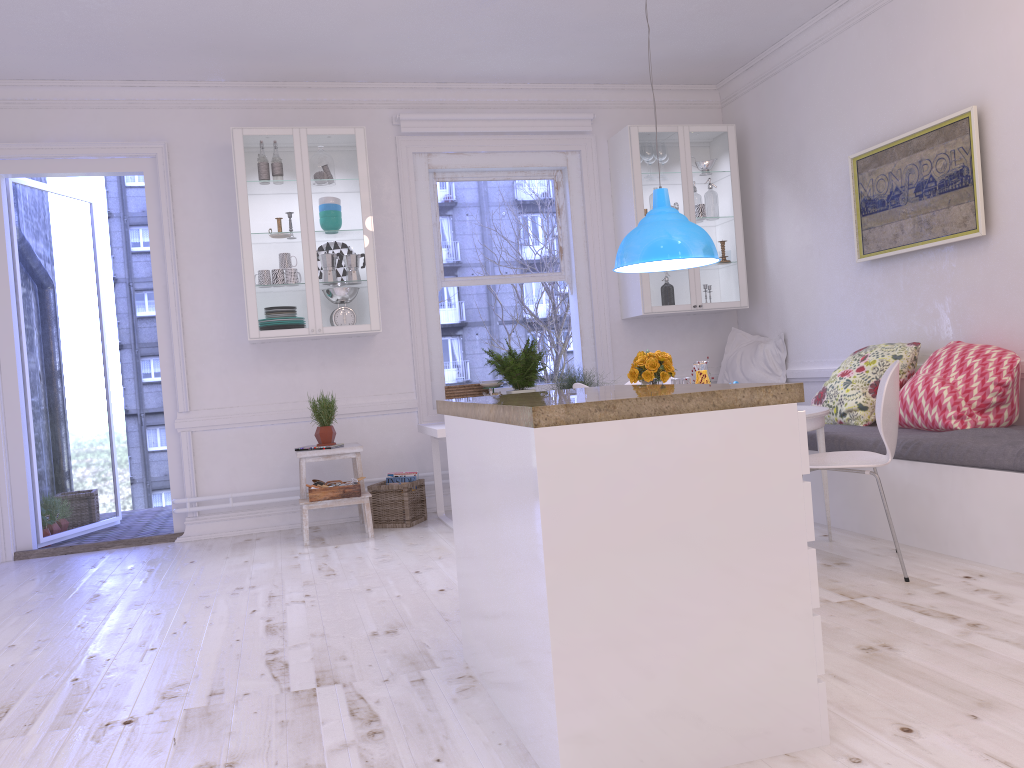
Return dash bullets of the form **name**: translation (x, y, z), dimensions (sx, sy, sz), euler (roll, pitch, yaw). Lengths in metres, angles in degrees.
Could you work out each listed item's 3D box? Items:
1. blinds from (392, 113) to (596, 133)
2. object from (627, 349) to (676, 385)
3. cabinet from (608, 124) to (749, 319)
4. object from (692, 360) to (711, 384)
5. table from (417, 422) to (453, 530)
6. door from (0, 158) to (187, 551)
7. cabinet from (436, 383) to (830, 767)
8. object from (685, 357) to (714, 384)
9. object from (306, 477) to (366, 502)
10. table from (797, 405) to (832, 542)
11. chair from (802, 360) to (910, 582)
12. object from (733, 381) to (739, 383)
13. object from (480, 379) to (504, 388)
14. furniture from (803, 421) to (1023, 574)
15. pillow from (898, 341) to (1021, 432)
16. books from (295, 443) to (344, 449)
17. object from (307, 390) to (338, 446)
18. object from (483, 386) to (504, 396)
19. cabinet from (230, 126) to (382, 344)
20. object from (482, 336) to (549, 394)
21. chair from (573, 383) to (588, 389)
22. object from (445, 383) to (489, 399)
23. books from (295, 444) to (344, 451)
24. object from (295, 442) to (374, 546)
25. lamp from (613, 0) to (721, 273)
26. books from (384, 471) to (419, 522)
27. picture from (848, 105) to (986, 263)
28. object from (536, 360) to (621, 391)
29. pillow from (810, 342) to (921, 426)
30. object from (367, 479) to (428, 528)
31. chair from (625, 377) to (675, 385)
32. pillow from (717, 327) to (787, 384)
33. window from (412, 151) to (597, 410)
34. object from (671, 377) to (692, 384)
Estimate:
- **blinds**: translation (-0.102, -1.824, 6.203), dimensions (1.451, 0.131, 0.136), euler (-5, 1, -15)
- **object**: translation (0.721, -0.007, 4.520), dimensions (0.235, 0.351, 0.234), euler (-4, 1, 40)
- **cabinet**: translation (1.201, -1.162, 6.389), dimensions (0.823, 1.311, 0.425), euler (-5, 1, -15)
- **object**: translation (0.981, 0.015, 4.554), dimensions (0.094, 0.267, 0.116), euler (-4, 1, 12)
- **table**: translation (0.226, 0.512, 5.670), dimensions (1.514, 0.619, 0.736), euler (-5, 1, -15)
- **door**: translation (-2.814, -0.188, 6.113), dimensions (1.009, 2.474, 1.021), euler (-5, 1, -15)
- **cabinet**: translation (0.240, 0.446, 2.530), dimensions (0.654, 0.842, 1.167), euler (-5, 1, -15)
- **object**: translation (0.936, 0.011, 4.342), dimensions (0.128, 0.287, 0.128), euler (-5, 1, -13)
- **object**: translation (-1.044, 0.620, 5.288), dimensions (0.358, 0.110, 0.211), euler (-5, 1, -12)
- **table**: translation (0.974, 0.468, 4.337), dimensions (1.140, 0.629, 1.140), euler (-4, 1, 14)
- **chair**: translation (1.378, 0.338, 3.688), dimensions (0.483, 0.845, 0.604), euler (-4, 1, 20)
- **object**: translation (1.095, 0.065, 4.412), dimensions (0.156, 0.151, 0.150), euler (-5, 1, -11)
- **object**: translation (-0.131, -0.003, 5.836), dimensions (0.164, 0.047, 0.163), euler (-4, 1, 35)
- **furniture**: translation (1.866, 0.450, 4.873), dimensions (0.769, 0.508, 3.296), euler (-5, 1, -15)
- **pillow**: translation (2.142, 0.006, 4.274), dimensions (0.491, 0.424, 0.587), euler (-5, 1, -12)
- **books**: translation (-1.193, 0.386, 5.497), dimensions (0.246, 0.007, 0.180), euler (-4, 1, 15)
- **object**: translation (-1.154, 0.195, 5.498), dimensions (0.196, 0.367, 0.186), euler (-4, 1, 30)
- **object**: translation (-0.114, 0.123, 5.829), dimensions (0.159, 0.208, 0.185), euler (-5, 1, -15)
- **cabinet**: translation (-1.323, -0.953, 5.717), dimensions (0.823, 1.311, 0.425), euler (-5, 1, -15)
- **object**: translation (0.043, -0.050, 5.751), dimensions (0.438, 0.527, 0.368), euler (-5, 1, -15)
- **chair**: translation (0.559, 0.397, 4.128), dimensions (0.483, 0.845, 0.604), euler (-5, 1, -15)
- **object**: translation (-0.292, 0.121, 5.892), dimensions (0.294, 0.237, 0.028), euler (-5, 1, -15)
- **books**: translation (-1.192, 0.395, 5.497), dimensions (0.246, 0.011, 0.180), euler (-4, 1, 15)
- **object**: translation (-1.109, 0.662, 5.484), dimensions (0.418, 0.534, 0.599), euler (-5, 1, -15)
- **lamp**: translation (0.741, -1.595, 4.681), dimensions (0.568, 1.948, 0.568), euler (-4, 1, 19)
- **books**: translation (-0.729, 0.729, 5.689), dimensions (0.221, 0.306, 0.205), euler (-4, 1, 18)
- **picture**: translation (2.139, -1.031, 4.762), dimensions (0.020, 0.629, 0.971), euler (-5, 1, -15)
- **object**: translation (0.419, 0.019, 5.752), dimensions (0.668, 0.367, 0.531), euler (-4, 1, 10)
- **pillow**: translation (1.969, 0.006, 4.936), dimensions (0.509, 0.447, 0.592), euler (-5, 1, -10)
- **object**: translation (-0.731, 0.763, 5.677), dimensions (0.276, 0.270, 0.276), euler (-4, 1, 18)
- **chair**: translation (0.737, 0.369, 4.995), dimensions (0.604, 0.845, 0.483), euler (-4, 1, 31)
- **pillow**: translation (1.699, -0.099, 6.347), dimensions (0.374, 0.642, 0.677), euler (-5, 1, -44)
- **window**: translation (-0.055, -0.758, 6.403), dimensions (1.234, 1.782, 0.181), euler (-5, 1, -15)
- **object**: translation (0.876, 0.063, 4.552), dimensions (0.101, 0.186, 0.122), euler (-4, 1, 15)
